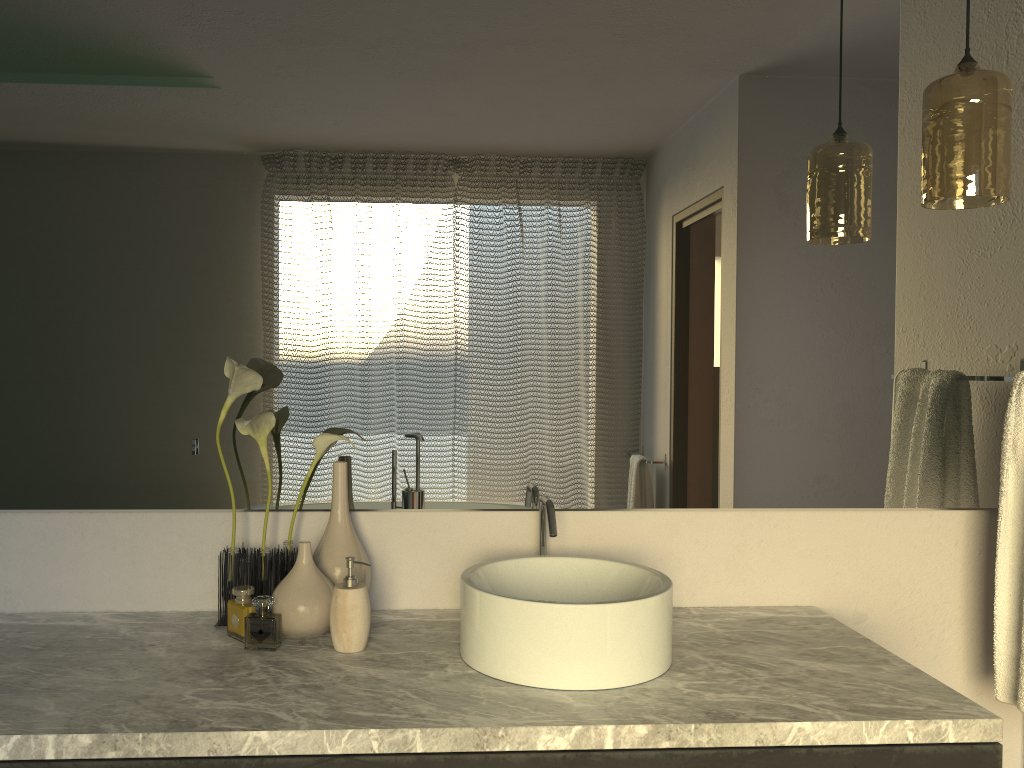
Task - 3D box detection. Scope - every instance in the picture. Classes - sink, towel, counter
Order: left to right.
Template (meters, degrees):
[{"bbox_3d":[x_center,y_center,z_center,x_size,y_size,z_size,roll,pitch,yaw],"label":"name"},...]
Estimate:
[{"bbox_3d":[-0.469,0.506,1.463,2.252,0.101,0.589,0,1,-4],"label":"counter"},{"bbox_3d":[0.090,0.394,1.509,0.350,0.131,0.364,0,1,-27],"label":"sink"},{"bbox_3d":[0.992,0.291,1.606,0.163,0.636,0.255,1,1,13],"label":"towel"}]

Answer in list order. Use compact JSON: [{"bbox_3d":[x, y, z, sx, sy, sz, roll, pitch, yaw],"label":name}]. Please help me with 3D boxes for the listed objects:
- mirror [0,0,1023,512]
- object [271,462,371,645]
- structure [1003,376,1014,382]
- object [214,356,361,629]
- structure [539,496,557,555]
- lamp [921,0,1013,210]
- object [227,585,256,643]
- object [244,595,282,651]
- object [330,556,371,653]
[{"bbox_3d":[-0.950,-0.328,1.707,4.066,1.152,0.017,0,1,-3],"label":"mirror"},{"bbox_3d":[-0.349,0.303,1.634,0.122,0.305,0.236,1,1,21],"label":"object"},{"bbox_3d":[1.054,-0.008,1.614,0.102,0.088,0.371,0,1,-6],"label":"structure"},{"bbox_3d":[-0.430,0.201,1.659,0.238,0.504,0.192,0,1,-27],"label":"object"},{"bbox_3d":[0.044,0.335,1.670,0.066,0.242,0.165,0,1,-2],"label":"structure"},{"bbox_3d":[0.806,-0.754,1.561,0.142,0.867,0.135,1,1,38],"label":"lamp"},{"bbox_3d":[-0.477,0.408,1.575,0.038,0.092,0.067,-1,1,-45],"label":"object"},{"bbox_3d":[-0.427,0.408,1.518,0.057,0.090,0.038,1,1,6],"label":"object"},{"bbox_3d":[-0.279,0.377,1.525,0.069,0.158,0.072,0,1,-22],"label":"object"}]
